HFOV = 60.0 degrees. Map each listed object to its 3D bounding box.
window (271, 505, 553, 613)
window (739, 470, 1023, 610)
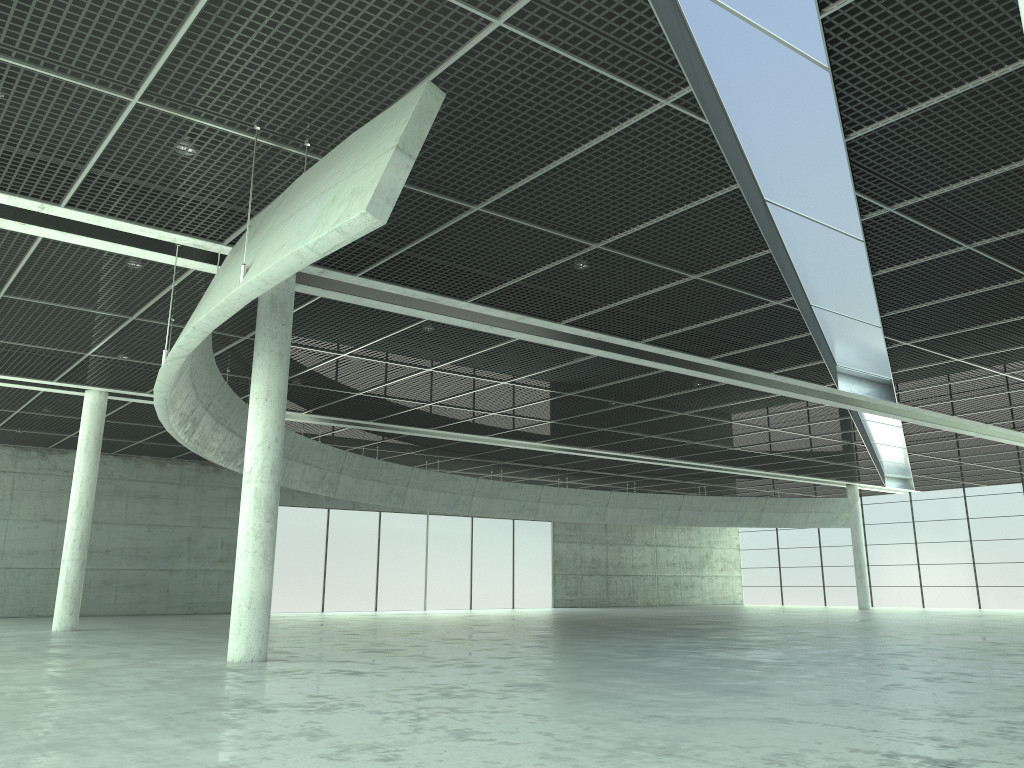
[{"bbox_3d":[-8.668,20.000,89.724,33.515,10.662,0.159,11,-18,-37],"label":"window"},{"bbox_3d":[21.886,7.718,52.360,100.746,16.080,99.607,11,-18,-37],"label":"window"}]
